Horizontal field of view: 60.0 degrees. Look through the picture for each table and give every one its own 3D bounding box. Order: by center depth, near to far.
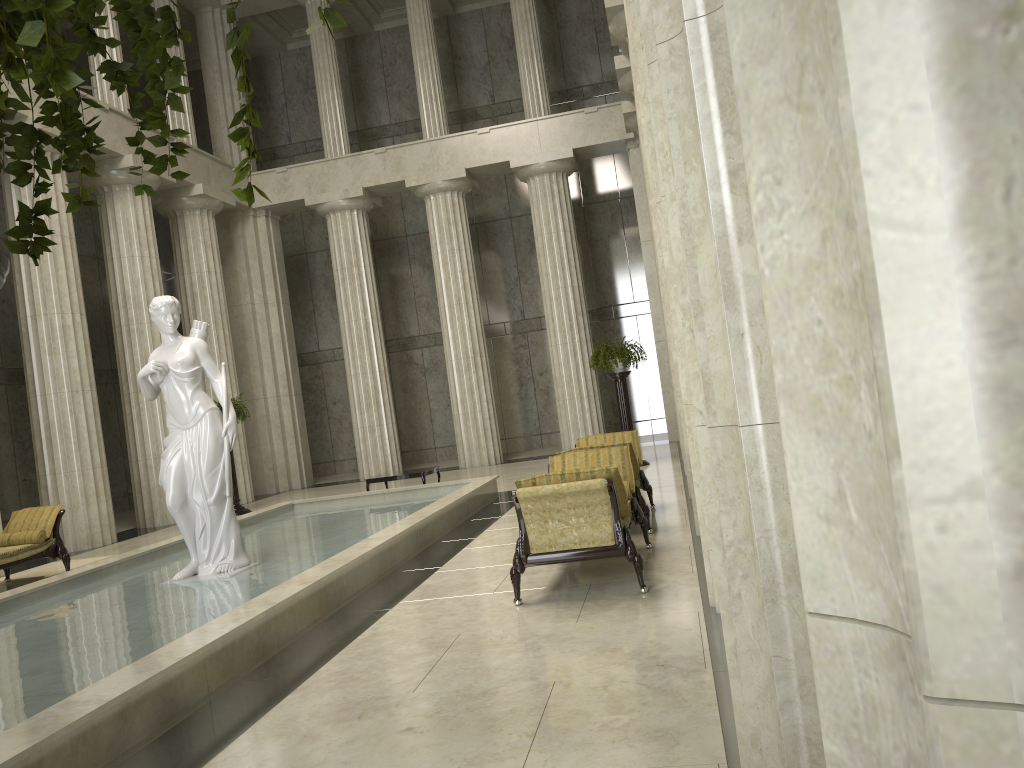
[{"bbox_3d":[-1.883,1.803,15.609,1.134,0.494,1.123,-8,-1,8],"label":"table"}]

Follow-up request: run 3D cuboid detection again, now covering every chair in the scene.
[{"bbox_3d":[0.578,1.088,7.308,0.993,0.950,2.172,-8,-1,10],"label":"chair"},{"bbox_3d":[1.003,1.071,9.739,0.993,0.950,2.172,-8,-1,10],"label":"chair"},{"bbox_3d":[-6.564,2.142,11.070,0.993,0.950,2.172,-8,-1,10],"label":"chair"}]

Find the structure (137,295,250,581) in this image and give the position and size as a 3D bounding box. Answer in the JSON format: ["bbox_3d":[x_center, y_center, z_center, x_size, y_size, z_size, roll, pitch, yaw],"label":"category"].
[{"bbox_3d":[-3.222,0.586,8.973,0.940,3.044,0.729,-8,-1,4],"label":"structure"}]

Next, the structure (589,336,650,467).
[{"bbox_3d":[2.021,0.317,16.170,1.053,2.386,1.159,-8,-1,15],"label":"structure"}]

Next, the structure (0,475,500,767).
[{"bbox_3d":[-2.994,2.021,8.969,3.754,0.508,11.573,-8,-1,10],"label":"structure"}]

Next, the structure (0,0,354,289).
[{"bbox_3d":[-0.652,0.419,0.769,1.159,2.386,1.053,-9,-1,40],"label":"structure"}]

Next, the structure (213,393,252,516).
[{"bbox_3d":[-5.621,1.398,17.521,1.159,2.386,1.053,-8,-1,5],"label":"structure"}]
